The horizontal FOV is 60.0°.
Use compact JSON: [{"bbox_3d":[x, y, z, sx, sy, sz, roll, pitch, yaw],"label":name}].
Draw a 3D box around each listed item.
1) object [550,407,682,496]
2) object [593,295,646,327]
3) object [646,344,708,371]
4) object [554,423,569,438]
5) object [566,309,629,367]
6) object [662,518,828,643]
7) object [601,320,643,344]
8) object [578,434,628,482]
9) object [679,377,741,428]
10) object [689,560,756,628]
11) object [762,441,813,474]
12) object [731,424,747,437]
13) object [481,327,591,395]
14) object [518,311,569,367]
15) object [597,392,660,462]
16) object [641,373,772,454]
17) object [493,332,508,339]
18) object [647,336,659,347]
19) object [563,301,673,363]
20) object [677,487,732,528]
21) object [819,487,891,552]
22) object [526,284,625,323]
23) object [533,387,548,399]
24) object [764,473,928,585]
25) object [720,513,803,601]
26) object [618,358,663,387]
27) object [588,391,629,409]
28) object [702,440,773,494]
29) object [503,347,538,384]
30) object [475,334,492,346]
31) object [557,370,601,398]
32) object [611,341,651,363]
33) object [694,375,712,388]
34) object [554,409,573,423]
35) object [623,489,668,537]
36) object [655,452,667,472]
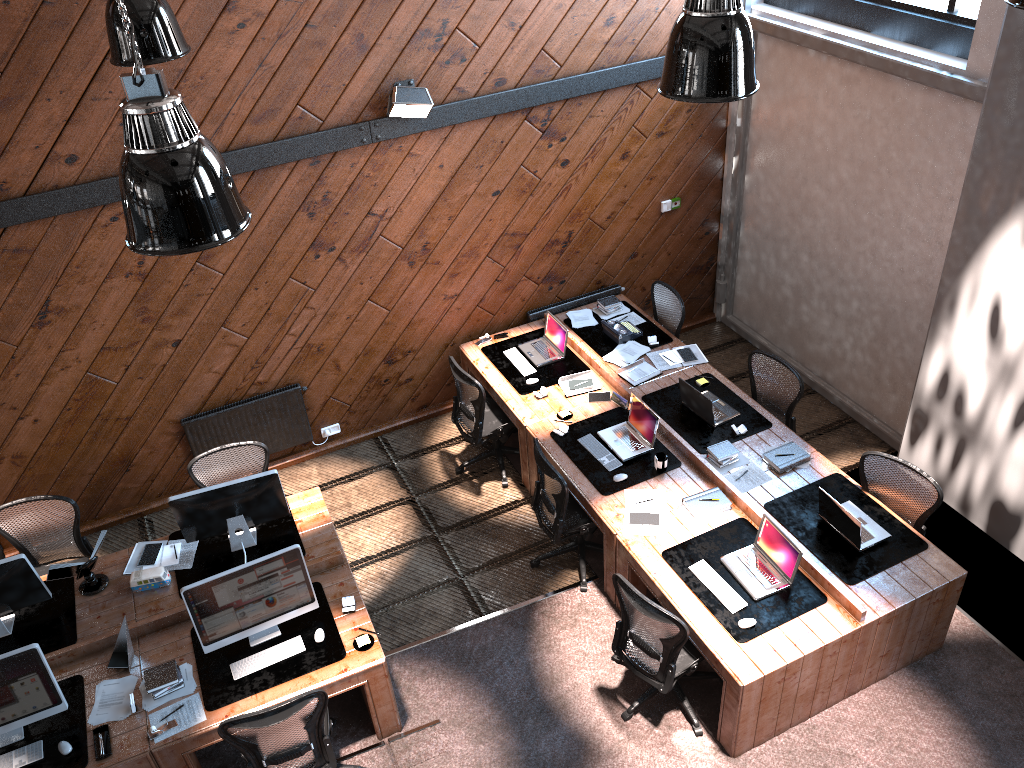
[{"bbox_3d":[0.776,0.491,6.751,0.687,0.008,0.848,-19,38,-19],"label":"object"},{"bbox_3d":[0.986,-0.681,8.258,0.319,0.098,0.478,-20,38,-20],"label":"object"},{"bbox_3d":[1.427,-0.237,7.671,0.467,0.017,0.304,-11,36,-8],"label":"object"},{"bbox_3d":[0.382,0.361,6.917,0.106,0.063,0.082,-31,43,-32],"label":"object"},{"bbox_3d":[0.798,-0.433,8.018,0.356,0.002,1.058,-20,38,-20],"label":"object"},{"bbox_3d":[1.464,1.222,5.652,0.687,0.008,0.848,-19,38,-19],"label":"object"},{"bbox_3d":[0.994,-0.504,7.989,0.290,0.116,0.322,-20,38,-20],"label":"object"},{"bbox_3d":[0.691,0.547,6.654,0.139,0.040,0.577,-19,38,-19],"label":"object"},{"bbox_3d":[1.553,0.097,6.963,0.323,0.283,0.390,-22,39,-22],"label":"object"},{"bbox_3d":[1.322,1.302,5.528,0.139,0.040,0.577,-18,38,-18],"label":"object"},{"bbox_3d":[2.025,0.513,6.523,0.363,0.065,0.325,-12,36,-10],"label":"object"},{"bbox_3d":[1.739,0.345,6.784,0.106,0.063,0.082,-11,36,-9],"label":"object"},{"bbox_3d":[0.199,-0.215,7.802,0.687,0.008,0.848,-19,38,-19],"label":"object"},{"bbox_3d":[0.268,-0.400,7.804,0.323,0.283,0.390,-19,38,-19],"label":"object"},{"bbox_3d":[0.872,0.319,6.685,0.320,0.288,0.380,-19,38,-19],"label":"object"},{"bbox_3d":[1.535,0.216,7.046,0.687,0.008,0.848,-19,38,-19],"label":"object"},{"bbox_3d":[-0.102,-0.441,8.120,0.134,0.042,0.022,-9,36,-6],"label":"object"},{"bbox_3d":[1.249,-0.378,7.844,0.082,0.063,0.106,-8,36,-5],"label":"object"},{"bbox_3d":[0.958,-0.491,8.097,0.687,0.008,0.848,-19,38,-19],"label":"object"},{"bbox_3d":[1.336,0.847,6.139,0.363,0.065,0.325,-9,36,-6],"label":"object"},{"bbox_3d":[2.244,0.838,5.802,0.320,0.288,0.380,-19,38,-19],"label":"object"},{"bbox_3d":[0.641,-0.567,8.660,1.064,0.628,0.073,-19,38,-19],"label":"object"},{"bbox_3d":[0.237,0.073,7.348,0.106,0.063,0.082,-20,38,-21],"label":"object"},{"bbox_3d":[2.222,0.947,5.947,0.687,0.008,0.848,-19,38,-19],"label":"object"},{"bbox_3d":[1.562,1.085,5.585,0.323,0.283,0.390,-17,37,-17],"label":"object"},{"bbox_3d":[1.085,-0.105,7.502,0.316,0.060,0.229,-23,40,-24],"label":"object"},{"bbox_3d":[0.793,0.113,7.209,0.347,0.083,0.129,11,39,21],"label":"object"},{"bbox_3d":[1.623,0.579,6.451,0.319,0.098,0.478,-20,38,-20],"label":"object"},{"bbox_3d":[0.091,-0.163,7.712,0.139,0.040,0.577,-17,37,-16],"label":"object"},{"bbox_3d":[-0.262,-0.412,8.082,0.159,0.064,0.054,-23,40,-24],"label":"object"},{"bbox_3d":[0.561,-0.002,7.420,0.316,0.060,0.229,-14,37,-12],"label":"object"},{"bbox_3d":[1.041,-0.283,7.772,0.246,0.002,0.315,28,47,37],"label":"object"},{"bbox_3d":[1.577,-0.024,7.349,0.158,0.026,0.154,10,38,19],"label":"object"},{"bbox_3d":[0.423,0.248,7.113,0.158,0.026,0.154,7,37,15],"label":"object"},{"bbox_3d":[0.931,0.881,6.175,0.304,0.017,0.467,1,36,8],"label":"object"},{"bbox_3d":[1.091,0.569,6.504,0.078,0.138,0.099,-11,36,-9],"label":"object"}]
